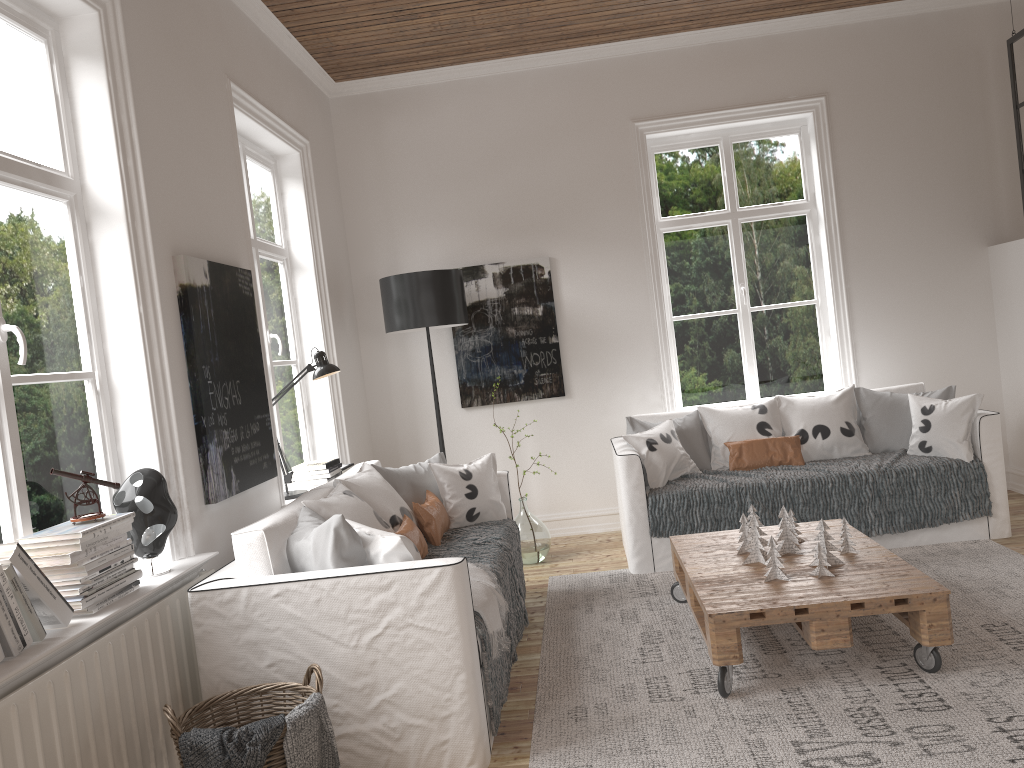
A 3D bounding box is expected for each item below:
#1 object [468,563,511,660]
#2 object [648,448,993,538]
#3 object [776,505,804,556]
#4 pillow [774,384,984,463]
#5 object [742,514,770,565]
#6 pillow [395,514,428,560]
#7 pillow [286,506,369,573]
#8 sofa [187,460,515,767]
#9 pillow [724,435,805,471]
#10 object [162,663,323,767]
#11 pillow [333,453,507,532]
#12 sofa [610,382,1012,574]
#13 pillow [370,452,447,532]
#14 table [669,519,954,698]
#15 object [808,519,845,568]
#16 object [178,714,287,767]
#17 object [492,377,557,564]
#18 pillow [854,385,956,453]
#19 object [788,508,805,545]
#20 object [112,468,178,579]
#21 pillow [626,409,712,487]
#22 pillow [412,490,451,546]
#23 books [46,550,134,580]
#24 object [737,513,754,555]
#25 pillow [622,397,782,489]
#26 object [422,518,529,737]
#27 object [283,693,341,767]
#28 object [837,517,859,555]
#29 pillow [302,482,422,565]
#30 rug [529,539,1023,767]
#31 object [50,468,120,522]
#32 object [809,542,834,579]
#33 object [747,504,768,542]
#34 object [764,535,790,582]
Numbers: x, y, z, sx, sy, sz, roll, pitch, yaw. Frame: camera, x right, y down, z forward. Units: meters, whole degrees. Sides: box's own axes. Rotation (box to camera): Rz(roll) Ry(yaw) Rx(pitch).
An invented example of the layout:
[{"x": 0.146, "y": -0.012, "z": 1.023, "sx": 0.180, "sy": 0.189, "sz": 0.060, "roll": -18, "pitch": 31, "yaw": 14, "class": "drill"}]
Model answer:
[{"x": -0.356, "y": 0.793, "z": 3.186, "sx": 0.729, "sy": 0.255, "sz": 0.588, "roll": -7, "pitch": 2, "yaw": 8, "class": "object"}, {"x": 1.579, "y": 0.595, "z": 4.834, "sx": 1.704, "sy": 0.390, "sz": 0.656, "roll": -7, "pitch": 2, "yaw": 4, "class": "object"}, {"x": 1.103, "y": 0.582, "z": 3.559, "sx": 0.107, "sy": 0.195, "sz": 0.113, "roll": -6, "pitch": 2, "yaw": 11, "class": "object"}, {"x": 2.000, "y": 0.231, "z": 4.873, "sx": 1.081, "sy": 0.450, "sz": 0.403, "roll": -6, "pitch": 2, "yaw": 28, "class": "pillow"}, {"x": 0.956, "y": 0.603, "z": 3.482, "sx": 0.106, "sy": 0.193, "sz": 0.112, "roll": -6, "pitch": 2, "yaw": 32, "class": "object"}, {"x": -0.419, "y": 0.665, "z": 3.559, "sx": 0.116, "sy": 0.220, "sz": 0.414, "roll": -7, "pitch": 2, "yaw": 5, "class": "pillow"}, {"x": -0.609, "y": 0.620, "z": 2.981, "sx": 0.282, "sy": 0.431, "sz": 0.541, "roll": -8, "pitch": 2, "yaw": -22, "class": "pillow"}, {"x": -0.472, "y": 0.779, "z": 3.626, "sx": 0.866, "sy": 0.776, "sz": 1.960, "roll": -7, "pitch": 2, "yaw": 4, "class": "sofa"}, {"x": 1.395, "y": 0.390, "z": 4.887, "sx": 0.420, "sy": 0.179, "sz": 0.127, "roll": -7, "pitch": 2, "yaw": 6, "class": "pillow"}, {"x": -0.698, "y": 1.025, "z": 2.400, "sx": 0.393, "sy": 0.432, "sz": 0.393, "roll": -6, "pitch": 2, "yaw": 26, "class": "object"}, {"x": -0.423, "y": 0.550, "z": 4.096, "sx": 0.403, "sy": 0.450, "sz": 1.081, "roll": -6, "pitch": 2, "yaw": 28, "class": "pillow"}, {"x": 1.571, "y": 0.485, "z": 4.977, "sx": 1.960, "sy": 0.776, "sz": 0.866, "roll": -7, "pitch": 2, "yaw": 4, "class": "sofa"}, {"x": -0.484, "y": 0.561, "z": 4.287, "sx": 0.292, "sy": 0.437, "sz": 0.546, "roll": -5, "pitch": 3, "yaw": 38, "class": "pillow"}, {"x": 1.085, "y": 0.836, "z": 3.491, "sx": 0.821, "sy": 0.300, "sz": 1.189, "roll": -7, "pitch": 2, "yaw": 4, "class": "table"}, {"x": 1.167, "y": 0.591, "z": 3.322, "sx": 0.097, "sy": 0.178, "sz": 0.103, "roll": -8, "pitch": 2, "yaw": -33, "class": "object"}, {"x": -0.693, "y": 1.022, "z": 2.328, "sx": 0.303, "sy": 0.332, "sz": 0.367, "roll": -7, "pitch": 2, "yaw": -5, "class": "object"}, {"x": 0.084, "y": 0.491, "z": 5.312, "sx": 0.275, "sy": 1.117, "sz": 0.515, "roll": -6, "pitch": 2, "yaw": 21, "class": "object"}, {"x": 2.191, "y": 0.216, "z": 4.935, "sx": 0.546, "sy": 0.437, "sz": 0.292, "roll": -5, "pitch": 3, "yaw": 38, "class": "pillow"}, {"x": 1.172, "y": 0.592, "z": 3.707, "sx": 0.075, "sy": 0.147, "sz": 0.075, "roll": -5, "pitch": 3, "yaw": 36, "class": "object"}, {"x": -1.174, "y": 0.440, "z": 2.834, "sx": 0.177, "sy": 0.340, "sz": 0.171, "roll": -5, "pitch": 3, "yaw": 40, "class": "object"}, {"x": 0.893, "y": 0.364, "z": 5.066, "sx": 0.541, "sy": 0.431, "sz": 0.282, "roll": -8, "pitch": 2, "yaw": -22, "class": "pillow"}, {"x": -0.362, "y": 0.616, "z": 4.061, "sx": 0.117, "sy": 0.235, "sz": 0.414, "roll": -7, "pitch": 2, "yaw": 4, "class": "pillow"}, {"x": -1.213, "y": 0.516, "z": 2.521, "sx": 0.161, "sy": 0.012, "sz": 0.254, "roll": -7, "pitch": 2, "yaw": 4, "class": "books"}, {"x": 0.962, "y": 0.611, "z": 3.657, "sx": 0.095, "sy": 0.164, "sz": 0.090, "roll": -6, "pitch": 2, "yaw": 11, "class": "object"}, {"x": 1.077, "y": 0.346, "z": 4.969, "sx": 1.020, "sy": 0.414, "sz": 0.417, "roll": -7, "pitch": 2, "yaw": -14, "class": "pillow"}, {"x": -0.300, "y": 0.906, "z": 3.630, "sx": 0.651, "sy": 0.423, "sz": 1.680, "roll": -7, "pitch": 2, "yaw": 5, "class": "object"}, {"x": -0.659, "y": 1.034, "z": 2.378, "sx": 0.349, "sy": 0.356, "sz": 0.290, "roll": -6, "pitch": 2, "yaw": 33, "class": "object"}, {"x": 1.304, "y": 0.588, "z": 3.465, "sx": 0.072, "sy": 0.142, "sz": 0.073, "roll": -6, "pitch": 2, "yaw": 12, "class": "object"}, {"x": -0.513, "y": 0.602, "z": 3.166, "sx": 0.417, "sy": 0.414, "sz": 1.020, "roll": -7, "pitch": 2, "yaw": -14, "class": "pillow"}, {"x": 1.231, "y": 0.969, "z": 3.491, "sx": 2.254, "sy": 0.003, "sz": 2.474, "roll": -7, "pitch": 2, "yaw": 4, "class": "rug"}, {"x": -1.214, "y": 0.304, "z": 2.536, "sx": 0.177, "sy": 0.161, "sz": 0.092, "roll": -8, "pitch": 2, "yaw": -28, "class": "object"}, {"x": 1.108, "y": 0.630, "z": 3.197, "sx": 0.068, "sy": 0.124, "sz": 0.072, "roll": -7, "pitch": 2, "yaw": -11, "class": "object"}, {"x": 1.023, "y": 0.594, "z": 3.755, "sx": 0.090, "sy": 0.176, "sz": 0.090, "roll": -8, "pitch": 2, "yaw": -34, "class": "object"}, {"x": 0.954, "y": 0.629, "z": 3.229, "sx": 0.093, "sy": 0.161, "sz": 0.088, "roll": -6, "pitch": 2, "yaw": 14, "class": "object"}]
